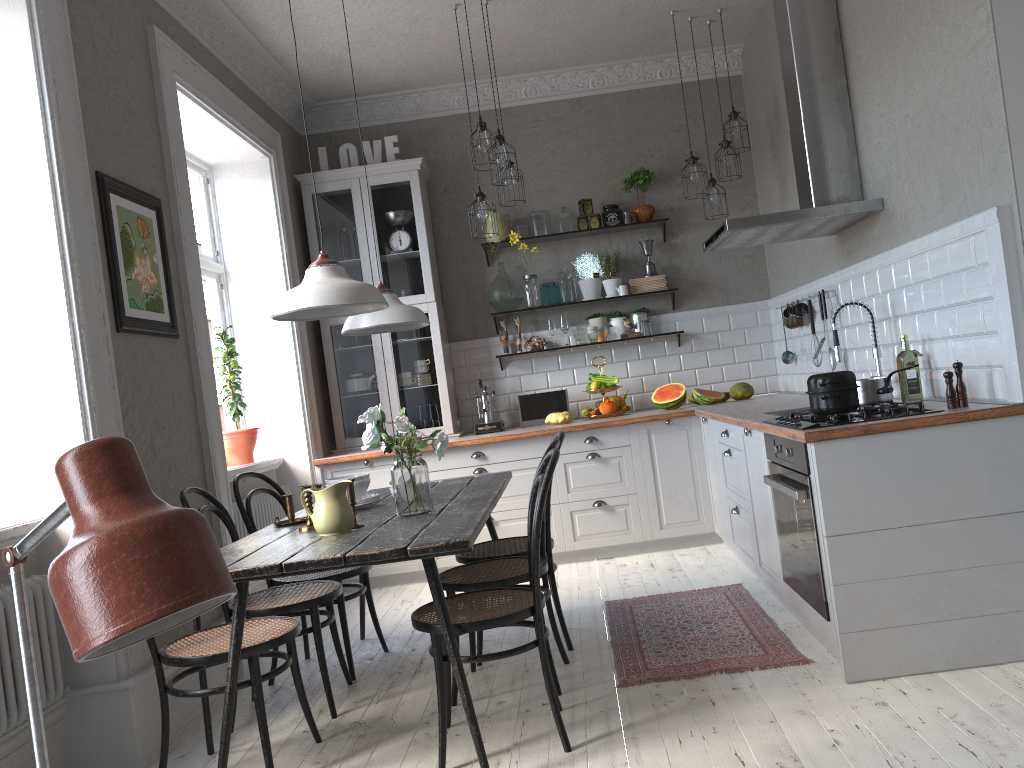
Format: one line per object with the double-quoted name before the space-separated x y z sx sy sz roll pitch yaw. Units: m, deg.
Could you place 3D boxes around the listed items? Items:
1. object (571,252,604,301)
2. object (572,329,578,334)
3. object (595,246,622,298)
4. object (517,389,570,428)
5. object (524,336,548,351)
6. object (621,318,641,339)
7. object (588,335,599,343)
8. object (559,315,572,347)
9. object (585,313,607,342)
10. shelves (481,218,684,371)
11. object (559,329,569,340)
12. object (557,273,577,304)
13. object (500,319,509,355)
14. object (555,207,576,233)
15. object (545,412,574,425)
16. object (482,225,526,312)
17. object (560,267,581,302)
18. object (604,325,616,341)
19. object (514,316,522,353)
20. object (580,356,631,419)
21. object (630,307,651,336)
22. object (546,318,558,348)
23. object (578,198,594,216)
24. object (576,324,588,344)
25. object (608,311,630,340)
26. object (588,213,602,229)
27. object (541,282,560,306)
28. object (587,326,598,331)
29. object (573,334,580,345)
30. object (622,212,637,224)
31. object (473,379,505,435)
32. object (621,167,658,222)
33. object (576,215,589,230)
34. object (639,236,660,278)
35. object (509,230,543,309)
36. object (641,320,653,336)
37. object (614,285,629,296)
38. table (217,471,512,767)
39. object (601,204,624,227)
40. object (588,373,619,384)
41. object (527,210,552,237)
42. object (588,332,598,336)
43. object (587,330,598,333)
"object" 0.564 -0.763 6.279 0.241 0.354 0.237 -8 0 20
"object" 0.471 -0.348 6.278 0.077 0.083 0.079 -8 0 20
"object" 0.691 -0.793 6.225 0.188 0.380 0.166 -8 0 -37
"object" 0.221 0.170 6.099 0.351 0.226 0.088 -8 0 1
"object" 0.160 -0.285 6.230 0.179 0.111 0.095 -8 0 -21
"object" 0.829 -0.393 6.200 0.120 0.147 0.099 -8 0 -30
"object" 0.568 -0.312 6.158 0.077 0.051 0.077 -8 0 -5
"object" 0.372 -0.369 6.172 0.082 0.217 0.081 -8 0 -12
"object" 0.601 -0.400 6.283 0.158 0.217 0.154 -8 0 -18
"shelves" 0.501 -0.605 6.251 1.315 0.923 0.229 -8 0 1
"object" 0.375 -0.369 6.262 0.082 0.217 0.081 -8 0 -12
"object" 0.384 -0.663 6.193 0.123 0.206 0.127 -8 0 25
"object" -0.055 -0.332 6.274 0.054 0.264 0.060 -8 0 -26
"object" 0.380 -1.156 6.328 0.143 0.220 0.137 -8 0 -38
"object" 0.314 0.228 5.894 0.196 0.083 0.189 -8 0 3
"object" -0.083 -0.840 6.192 0.340 0.674 0.332 -8 0 -29
"object" 0.412 -0.695 6.343 0.131 0.264 0.132 -8 0 8
"object" 0.682 -0.356 6.210 0.078 0.108 0.077 -8 0 -4
"object" 0.049 -0.346 6.257 0.052 0.264 0.063 -8 0 38
"object" 0.617 0.018 6.055 0.355 0.425 0.348 -8 0 -13
"object" 0.920 -0.437 6.294 0.159 0.213 0.153 -8 0 0
"object" 0.290 -0.357 6.268 0.082 0.217 0.081 -8 0 -12
"object" 0.518 -1.235 6.211 0.084 0.113 0.082 -8 0 -18
"object" 0.498 -0.347 6.203 0.080 0.139 0.077 -8 0 -25
"object" 0.756 -0.417 6.289 0.170 0.214 0.150 -8 0 32
"object" 0.586 -1.132 6.219 0.082 0.113 0.083 -8 0 12
"object" 0.269 -0.631 6.285 0.125 0.172 0.126 -8 0 6
"object" 0.560 -0.372 6.158 0.078 0.051 0.076 -8 0 -12
"object" 0.476 -0.315 6.278 0.077 0.083 0.079 -8 0 20
"object" 0.816 -1.154 6.166 0.093 0.096 0.075 -8 0 3
"object" -0.179 0.151 6.019 0.205 0.370 0.354 -8 0 3
"object" 0.920 -1.320 6.215 0.256 0.397 0.245 -8 0 27
"object" 0.500 -1.120 6.224 0.082 0.113 0.083 -8 0 2
"object" 0.963 -0.892 6.243 0.132 0.287 0.129 -8 0 -13
"object" 0.096 -0.796 6.144 0.192 0.540 0.279 -8 0 -5
"object" 0.938 -0.391 6.179 0.078 0.108 0.077 -8 0 -4
"object" 0.773 -0.649 6.160 0.104 0.071 0.064 -8 0 32
"table" -0.457 0.854 3.445 0.903 0.735 1.922 -8 0 3
"object" 0.707 -1.178 6.266 0.142 0.174 0.142 -8 0 2
"object" 0.622 -0.039 6.028 0.209 0.101 0.067 -8 0 8
"object" 0.199 -1.115 6.237 0.168 0.184 0.176 -8 0 41
"object" 0.566 -0.329 6.158 0.077 0.051 0.077 -8 0 -5
"object" 0.564 -0.346 6.158 0.076 0.051 0.078 -8 0 21
